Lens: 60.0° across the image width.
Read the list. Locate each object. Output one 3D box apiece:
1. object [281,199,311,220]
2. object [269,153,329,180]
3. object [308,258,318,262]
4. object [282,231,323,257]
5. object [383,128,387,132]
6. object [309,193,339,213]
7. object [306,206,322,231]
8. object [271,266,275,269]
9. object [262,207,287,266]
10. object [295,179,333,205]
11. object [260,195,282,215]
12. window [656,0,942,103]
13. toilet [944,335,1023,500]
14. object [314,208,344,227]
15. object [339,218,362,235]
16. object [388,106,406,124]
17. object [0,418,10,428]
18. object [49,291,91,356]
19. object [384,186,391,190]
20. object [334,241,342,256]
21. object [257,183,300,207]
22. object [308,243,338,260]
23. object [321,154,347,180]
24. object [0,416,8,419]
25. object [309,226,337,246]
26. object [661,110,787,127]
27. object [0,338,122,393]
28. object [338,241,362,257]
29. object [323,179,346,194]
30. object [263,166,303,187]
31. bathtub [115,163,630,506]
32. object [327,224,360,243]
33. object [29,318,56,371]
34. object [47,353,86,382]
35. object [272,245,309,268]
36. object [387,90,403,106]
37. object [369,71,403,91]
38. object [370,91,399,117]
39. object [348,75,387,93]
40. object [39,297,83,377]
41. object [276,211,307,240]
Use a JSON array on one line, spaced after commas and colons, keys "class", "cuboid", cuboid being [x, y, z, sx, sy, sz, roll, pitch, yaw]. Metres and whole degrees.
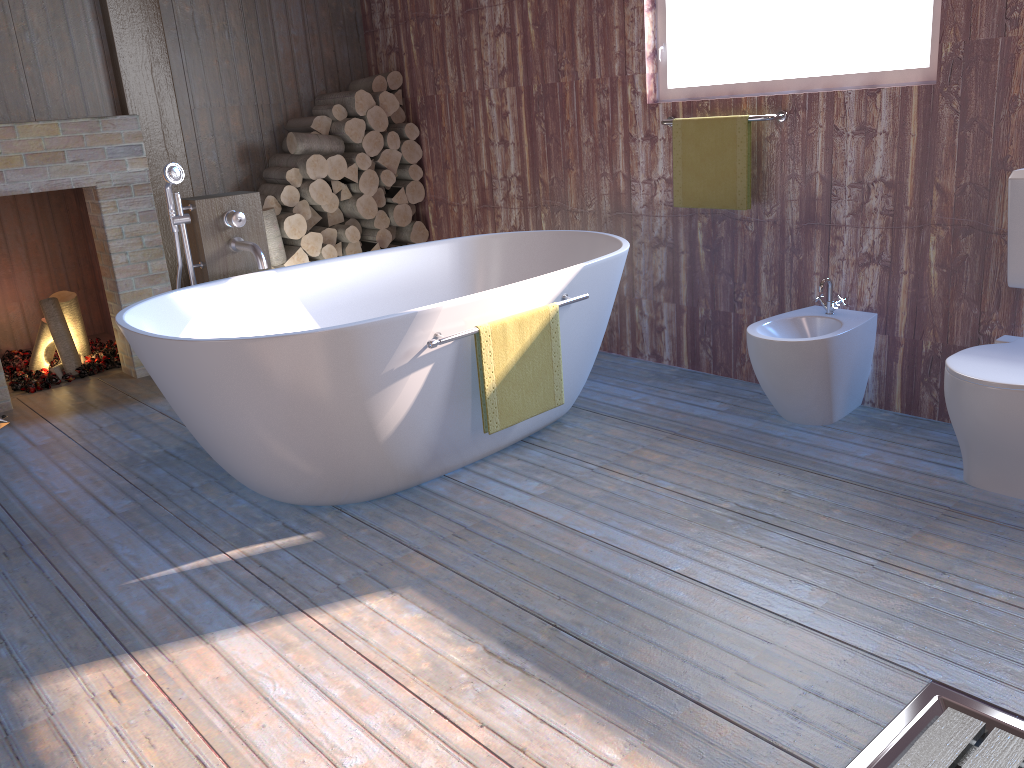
[{"class": "object", "cuboid": [-1.244, -0.970, 4.936, 0.111, 0.113, 0.301, -19, 23, -38]}, {"class": "object", "cuboid": [-1.188, -1.209, 4.921, 0.135, 0.145, 0.439, -19, 22, -37]}, {"class": "object", "cuboid": [-1.168, -0.669, 5.077, 0.114, 0.120, 0.303, -18, 22, -37]}, {"class": "object", "cuboid": [-1.235, -0.805, 4.992, 0.139, 0.148, 0.458, -19, 22, -37]}, {"class": "object", "cuboid": [-0.871, -1.528, 5.265, 0.132, 0.119, 0.319, -18, 22, -36]}, {"class": "object", "cuboid": [-1.104, -1.037, 5.028, 0.115, 0.123, 0.291, -18, 22, -37]}, {"class": "object", "cuboid": [-1.222, -0.962, 5.077, 0.128, 0.150, 0.323, -19, 22, -38]}, {"class": "object", "cuboid": [-1.428, -0.621, 4.976, 0.115, 0.123, 0.291, -18, 22, -37]}, {"class": "object", "cuboid": [-1.281, -0.780, 4.701, 0.147, 0.298, 0.109, -17, 22, -35]}, {"class": "object", "cuboid": [-1.183, -1.074, 4.950, 0.141, 0.143, 0.437, -20, 23, -39]}, {"class": "object", "cuboid": [-1.389, -0.976, 4.847, 0.114, 0.113, 0.301, -20, 23, -40]}, {"class": "window", "cuboid": [1.039, -1.403, 3.356, 0.054, 0.587, 1.255, -18, 22, -37]}, {"class": "toilet", "cuboid": [1.516, 0.115, 2.630, 0.534, 0.400, 0.375, -18, 22, -37]}, {"class": "object", "cuboid": [-1.111, -0.986, 5.175, 0.104, 0.127, 0.321, -18, 22, -37]}, {"class": "object", "cuboid": [-1.024, -0.931, 5.266, 0.116, 0.118, 0.289, -20, 23, -40]}, {"class": "object", "cuboid": [-0.752, -1.596, 5.267, 0.107, 0.115, 0.269, -18, 22, -37]}, {"class": "object", "cuboid": [-2.428, -0.212, 3.863, 0.206, 0.871, 0.126, -4, 17, 3]}, {"class": "object", "cuboid": [-2.472, -0.298, 4.979, 0.140, 0.459, 0.266, -12, 19, -21]}, {"class": "object", "cuboid": [-0.784, -1.192, 5.270, 0.067, 0.069, 0.177, -19, 22, -38]}, {"class": "object", "cuboid": [-1.090, -0.782, 5.111, 0.086, 0.089, 0.279, -20, 23, -40]}, {"class": "object", "cuboid": [-1.283, -1.037, 4.862, 0.115, 0.123, 0.291, -18, 22, -37]}, {"class": "object", "cuboid": [-1.156, -0.759, 5.048, 0.098, 0.100, 0.437, -20, 23, -39]}, {"class": "object", "cuboid": [-1.101, -1.225, 4.995, 0.138, 0.147, 0.440, -19, 22, -37]}, {"class": "object", "cuboid": [-2.527, -0.207, 3.863, 0.276, 0.888, 0.333, -4, 17, 2]}, {"class": "object", "cuboid": [-1.121, -0.847, 5.068, 0.114, 0.120, 0.303, -18, 22, -37]}, {"class": "object", "cuboid": [0.820, -1.057, 3.547, 0.091, 0.043, 0.581, -18, 22, -37]}, {"class": "object", "cuboid": [-2.593, -0.134, 5.034, 0.935, 0.085, 0.829, 6, 20, 31]}, {"class": "object", "cuboid": [-1.008, -0.795, 5.184, 0.111, 0.113, 0.301, -20, 23, -39]}, {"class": "object", "cuboid": [-1.057, -1.129, 5.051, 0.088, 0.092, 0.280, -18, 22, -37]}, {"class": "object", "cuboid": [-1.259, -1.139, 4.879, 0.106, 0.112, 0.282, -18, 22, -37]}, {"class": "bathtub", "cuboid": [-0.394, -0.300, 3.263, 1.935, 1.109, 1.460, -10, 18, -17]}, {"class": "object", "cuboid": [-1.041, -0.876, 5.127, 0.098, 0.100, 0.437, -20, 23, -39]}, {"class": "object", "cuboid": [-2.549, -0.206, 4.846, 0.221, 0.306, 0.121, -8, 18, -12]}, {"class": "object", "cuboid": [-2.403, -0.088, 4.793, 0.085, 0.084, 0.278, -3, 18, 6]}, {"class": "object", "cuboid": [-1.325, -0.686, 4.952, 0.155, 0.174, 0.483, -20, 23, -39]}, {"class": "object", "cuboid": [-0.764, -1.693, 5.255, 0.081, 0.100, 0.281, -19, 22, -38]}, {"class": "object", "cuboid": [-0.763, -1.771, 5.215, 0.112, 0.113, 0.271, -19, 22, -38]}, {"class": "object", "cuboid": [-0.837, -1.620, 5.163, 0.133, 0.142, 0.456, -18, 22, -37]}, {"class": "object", "cuboid": [-0.840, -1.721, 5.156, 0.104, 0.121, 0.270, -18, 22, -37]}, {"class": "object", "cuboid": [-2.404, -0.244, 4.742, 0.098, 0.434, 0.283, -20, 23, -39]}, {"class": "object", "cuboid": [-1.299, -0.883, 4.894, 0.138, 0.147, 0.440, -19, 22, -37]}]
